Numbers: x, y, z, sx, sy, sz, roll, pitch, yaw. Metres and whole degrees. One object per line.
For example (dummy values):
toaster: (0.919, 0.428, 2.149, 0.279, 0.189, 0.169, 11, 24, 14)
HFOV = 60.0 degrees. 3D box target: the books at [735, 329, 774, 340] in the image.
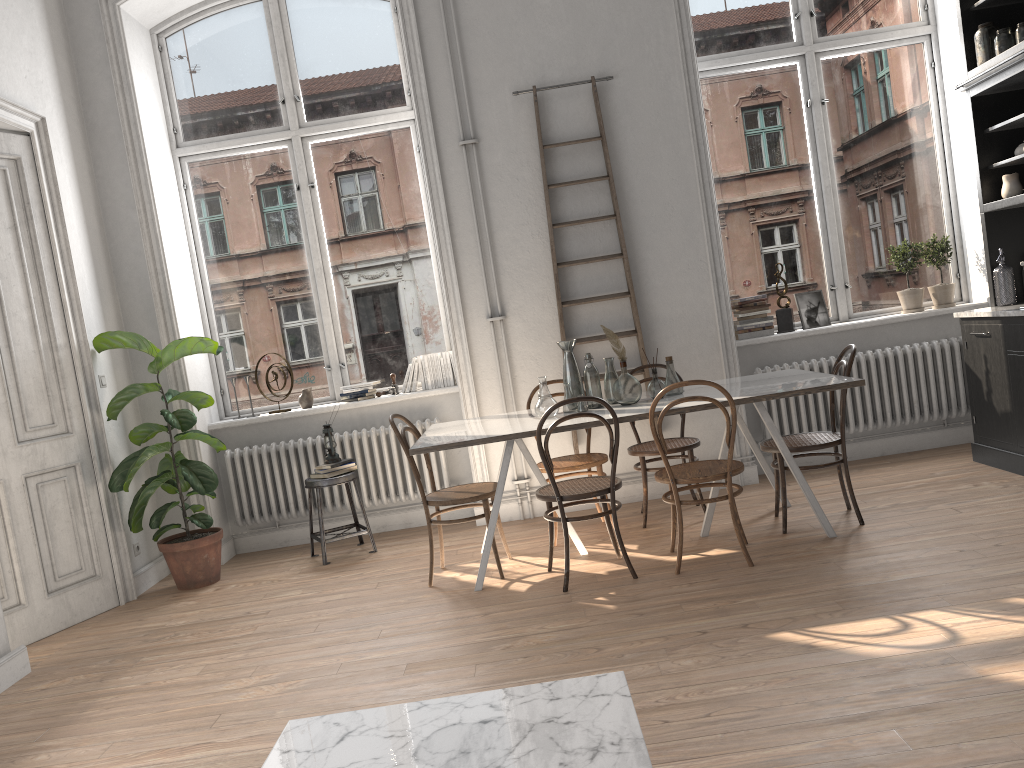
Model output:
books: (1.684, -0.347, 6.206, 0.248, 0.043, 0.192, -9, 4, 1)

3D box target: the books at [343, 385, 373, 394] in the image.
books: (-1.086, 0.038, 6.255, 0.205, 0.020, 0.155, -9, 4, -9)

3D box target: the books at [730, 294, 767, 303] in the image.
books: (1.655, -0.597, 6.208, 0.201, 0.024, 0.159, -9, 4, -9)

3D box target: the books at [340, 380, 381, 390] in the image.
books: (-1.071, 0.009, 6.273, 0.244, 0.019, 0.174, -8, 4, 11)

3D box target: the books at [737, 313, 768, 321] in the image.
books: (1.681, -0.469, 6.208, 0.205, 0.022, 0.155, -8, 4, 15)

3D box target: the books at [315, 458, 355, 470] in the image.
books: (-1.150, 0.520, 5.756, 0.147, 0.027, 0.221, -7, 4, 33)

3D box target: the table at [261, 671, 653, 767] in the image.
table: (-0.115, 1.000, 1.810, 0.849, 0.392, 0.849, -9, 4, 1)

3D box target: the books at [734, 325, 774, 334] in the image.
books: (1.680, -0.379, 6.202, 0.249, 0.023, 0.175, -9, 4, -3)

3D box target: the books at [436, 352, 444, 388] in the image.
books: (-0.502, -0.100, 6.266, 0.019, 0.244, 0.174, -9, 4, 1)

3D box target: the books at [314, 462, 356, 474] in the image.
books: (-1.148, 0.542, 5.757, 0.232, 0.029, 0.163, -11, 4, -28)

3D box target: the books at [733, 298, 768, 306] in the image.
books: (1.664, -0.576, 6.201, 0.205, 0.020, 0.155, -9, 4, 1)

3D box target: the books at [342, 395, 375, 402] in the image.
books: (-1.086, 0.103, 6.276, 0.147, 0.023, 0.221, -12, 5, -40)

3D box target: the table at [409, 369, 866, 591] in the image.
table: (0.656, 0.495, 4.813, 2.200, 0.780, 1.099, -9, 4, 1)

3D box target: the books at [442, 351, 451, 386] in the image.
books: (-0.457, -0.109, 6.287, 0.024, 0.243, 0.175, -9, 4, 1)

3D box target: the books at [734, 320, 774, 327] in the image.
books: (1.684, -0.423, 6.214, 0.255, 0.014, 0.192, -9, 4, 4)

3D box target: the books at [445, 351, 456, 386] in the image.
books: (-0.432, -0.111, 6.267, 0.024, 0.243, 0.175, -9, 4, 1)

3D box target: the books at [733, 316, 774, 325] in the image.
books: (1.680, -0.444, 6.214, 0.245, 0.028, 0.193, -9, 4, -4)

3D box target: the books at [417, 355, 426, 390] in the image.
books: (-0.633, -0.081, 6.291, 0.024, 0.243, 0.175, -9, 4, 1)

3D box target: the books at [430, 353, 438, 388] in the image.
books: (-0.544, -0.095, 6.284, 0.019, 0.244, 0.174, -9, 4, 1)

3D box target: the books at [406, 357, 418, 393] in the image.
books: (-0.705, -0.066, 6.271, 0.100, 0.235, 0.174, -9, 4, 1)

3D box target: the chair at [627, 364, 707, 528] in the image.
chair: (0.915, 0.349, 5.387, 0.438, 0.921, 0.549, -8, 4, 8)

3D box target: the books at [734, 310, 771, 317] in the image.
books: (1.680, -0.493, 6.212, 0.222, 0.024, 0.158, -9, 4, 1)

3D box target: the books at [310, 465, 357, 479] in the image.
books: (-1.156, 0.570, 5.756, 0.194, 0.034, 0.246, -6, 5, 41)

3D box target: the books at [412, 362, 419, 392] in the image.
books: (-0.677, -0.053, 6.273, 0.072, 0.203, 0.155, -9, 4, 1)

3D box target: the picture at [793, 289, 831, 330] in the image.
picture: (2.095, -0.519, 6.247, 0.221, 0.264, 0.149, -10, 4, -15)

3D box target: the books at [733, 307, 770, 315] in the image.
books: (1.674, -0.514, 6.204, 0.205, 0.022, 0.155, -9, 4, -4)

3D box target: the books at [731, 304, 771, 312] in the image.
books: (1.665, -0.533, 6.204, 0.244, 0.019, 0.174, -9, 4, 1)

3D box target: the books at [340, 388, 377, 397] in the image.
books: (-1.085, 0.058, 6.268, 0.221, 0.023, 0.147, -8, 4, 17)

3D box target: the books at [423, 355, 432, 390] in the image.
books: (-0.586, -0.087, 6.259, 0.024, 0.243, 0.175, -9, 4, 1)

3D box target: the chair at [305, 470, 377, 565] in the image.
chair: (-1.131, 0.846, 5.743, 0.363, 0.523, 0.360, -11, 4, -25)

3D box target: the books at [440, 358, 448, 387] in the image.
books: (-0.477, -0.085, 6.269, 0.020, 0.205, 0.155, -9, 4, 1)

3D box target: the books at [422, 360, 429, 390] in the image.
books: (-0.604, -0.065, 6.271, 0.020, 0.205, 0.155, -9, 4, 1)

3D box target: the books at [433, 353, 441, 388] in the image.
books: (-0.523, -0.098, 6.289, 0.024, 0.243, 0.175, -9, 4, 1)

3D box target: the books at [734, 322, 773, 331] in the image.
books: (1.677, -0.402, 6.200, 0.249, 0.023, 0.175, -9, 4, 2)

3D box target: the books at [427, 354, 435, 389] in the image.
books: (-0.564, -0.091, 6.268, 0.019, 0.244, 0.174, -9, 4, 1)

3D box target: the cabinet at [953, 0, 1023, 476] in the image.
cabinet: (2.917, -1.219, 3.861, 0.635, 3.585, 3.249, -9, 4, 1)

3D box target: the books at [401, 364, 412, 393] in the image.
books: (-0.740, -0.041, 6.277, 0.105, 0.194, 0.155, -9, 4, 0)

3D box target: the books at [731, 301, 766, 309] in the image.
books: (1.654, -0.553, 6.202, 0.231, 0.023, 0.162, -8, 4, 17)

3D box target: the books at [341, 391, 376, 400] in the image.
books: (-1.084, 0.080, 6.271, 0.205, 0.022, 0.155, -8, 4, 21)

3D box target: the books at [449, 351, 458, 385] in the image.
books: (-0.401, -0.116, 6.264, 0.040, 0.244, 0.174, -9, 4, 1)
